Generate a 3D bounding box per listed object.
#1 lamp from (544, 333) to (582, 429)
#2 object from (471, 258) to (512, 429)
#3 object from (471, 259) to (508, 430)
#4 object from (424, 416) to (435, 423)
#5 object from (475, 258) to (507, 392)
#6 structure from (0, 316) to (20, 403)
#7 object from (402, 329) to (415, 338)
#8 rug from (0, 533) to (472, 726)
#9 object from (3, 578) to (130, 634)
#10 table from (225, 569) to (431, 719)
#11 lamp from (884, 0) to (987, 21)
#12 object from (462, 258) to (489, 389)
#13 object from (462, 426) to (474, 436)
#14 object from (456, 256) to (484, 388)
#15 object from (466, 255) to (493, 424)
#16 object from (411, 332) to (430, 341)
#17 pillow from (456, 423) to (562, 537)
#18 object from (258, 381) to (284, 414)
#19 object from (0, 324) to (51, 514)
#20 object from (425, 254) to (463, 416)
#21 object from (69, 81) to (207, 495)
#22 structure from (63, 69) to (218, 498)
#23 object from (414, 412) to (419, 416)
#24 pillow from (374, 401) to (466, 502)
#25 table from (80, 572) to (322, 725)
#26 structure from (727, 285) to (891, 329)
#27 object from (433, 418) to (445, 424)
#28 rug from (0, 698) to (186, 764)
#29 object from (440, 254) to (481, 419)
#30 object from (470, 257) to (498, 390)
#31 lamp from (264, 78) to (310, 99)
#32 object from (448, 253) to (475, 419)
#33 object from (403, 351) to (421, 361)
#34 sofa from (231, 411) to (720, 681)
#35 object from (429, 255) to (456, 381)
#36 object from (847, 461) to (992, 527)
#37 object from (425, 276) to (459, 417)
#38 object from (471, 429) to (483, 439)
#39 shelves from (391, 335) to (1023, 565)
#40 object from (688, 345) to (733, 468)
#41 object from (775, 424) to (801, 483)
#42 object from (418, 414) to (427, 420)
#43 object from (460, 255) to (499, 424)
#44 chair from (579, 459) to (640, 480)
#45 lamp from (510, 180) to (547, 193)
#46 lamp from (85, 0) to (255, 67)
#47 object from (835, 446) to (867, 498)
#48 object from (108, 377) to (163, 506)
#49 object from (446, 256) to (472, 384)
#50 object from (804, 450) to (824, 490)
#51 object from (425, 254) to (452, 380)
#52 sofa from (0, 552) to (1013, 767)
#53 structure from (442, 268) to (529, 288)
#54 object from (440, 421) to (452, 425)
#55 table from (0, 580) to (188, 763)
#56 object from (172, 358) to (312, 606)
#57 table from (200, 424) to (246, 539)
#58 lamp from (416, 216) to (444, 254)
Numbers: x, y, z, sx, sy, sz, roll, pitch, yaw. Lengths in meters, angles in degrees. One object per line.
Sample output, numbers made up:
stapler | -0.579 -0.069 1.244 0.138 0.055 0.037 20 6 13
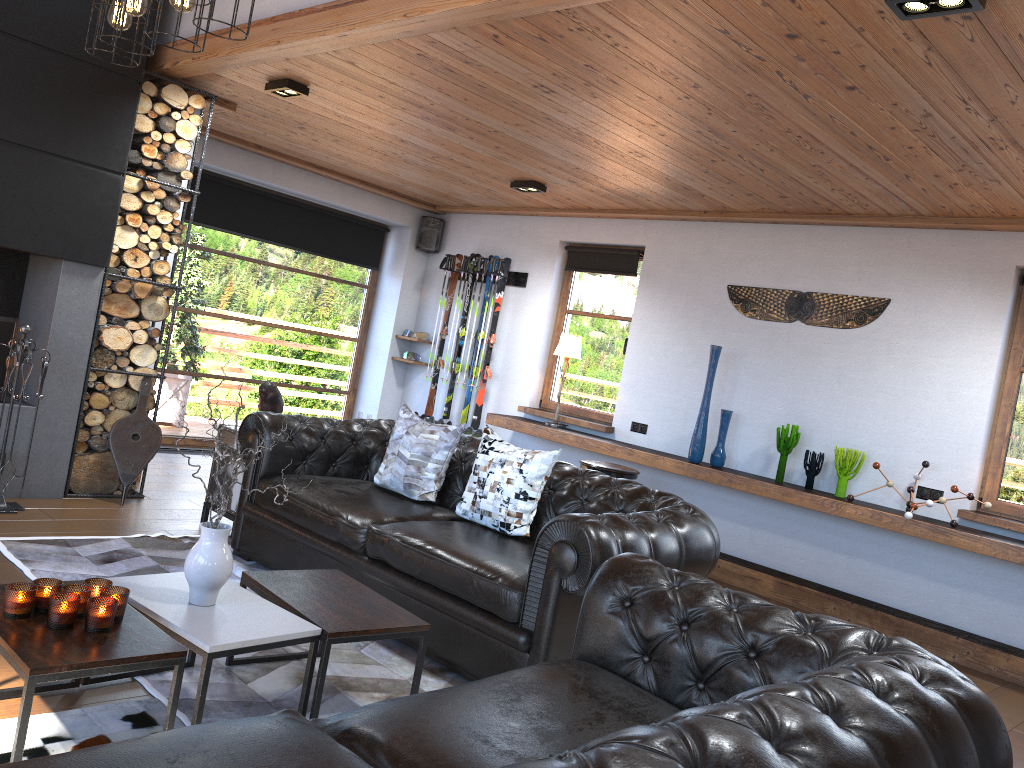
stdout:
lamp | 0.509 0.334 7.665 0.639 1.481 0.243 10 1 -43
object | -0.168 -0.371 8.168 0.094 1.606 0.116 11 1 43
object | -0.231 -0.370 8.242 0.094 1.606 0.116 11 1 43
object | -0.822 0.435 8.480 0.254 0.270 0.115 10 1 -42
object | -0.191 -0.532 8.142 0.121 1.249 0.059 11 1 5
structure | -3.205 -0.172 4.780 0.181 0.514 0.993 11 1 43
object | -1.032 -0.511 9.036 0.187 0.084 0.161 12 2 42
rug | -0.270 1.148 3.735 4.002 0.053 2.458 12 2 44
object | -1.261 0.618 2.521 0.303 0.081 0.246 10 1 -8
table | -0.668 0.931 3.160 0.404 0.350 0.643 10 2 -42
lamp | 1.321 -1.212 2.763 0.258 0.068 0.157 12 2 43
object | -0.378 -0.572 8.306 0.120 1.249 0.059 11 1 25
object | -0.431 0.519 8.105 0.115 0.270 0.254 11 1 39
object | -0.432 -0.581 8.268 0.121 1.249 0.059 11 1 0
object | -0.335 -0.426 8.425 0.072 1.621 0.112 11 1 43
object | -0.906 -0.484 8.915 0.158 0.084 0.191 12 2 42
pillow | -0.024 0.462 4.337 0.286 0.469 0.523 10 1 -44
object | -1.446 0.139 5.297 0.150 0.319 0.247 11 1 -5
object | -2.726 0.174 4.810 0.308 1.017 0.307 11 1 -1
object | -0.640 -0.472 8.622 0.094 1.606 0.116 11 1 43
object | -2.475 -0.612 5.653 0.461 2.611 0.499 11 1 43
structure | -2.462 -0.616 5.651 0.506 2.616 0.507 11 1 43
object | -0.990 0.399 8.645 0.115 0.270 0.254 11 1 34
pillow | -0.504 0.360 4.798 0.286 0.469 0.523 10 1 -44
table | -1.006 0.876 2.849 0.643 0.350 0.404 12 2 38
structure | 2.029 -0.548 6.283 1.235 0.239 0.099 12 1 43
object | -0.726 0.455 8.409 0.254 0.270 0.115 10 1 -42
rug | -1.638 0.976 0.689 2.406 0.053 3.849 12 2 44
object | -0.524 -0.462 8.449 0.103 1.621 0.257 11 1 40
object | -0.293 -0.550 8.114 0.120 1.249 0.059 11 1 10
lamp | -1.354 -1.783 5.339 0.258 0.068 0.157 12 2 43
object | -0.513 -0.463 8.553 0.072 1.621 0.112 11 1 43
object | -1.015 -0.284 8.982 0.189 0.084 0.350 10 2 -11
sofa | -0.254 0.733 4.437 2.539 0.838 1.253 12 2 43
object | -0.708 -0.642 8.623 0.120 1.249 0.059 11 1 25
object | 2.503 0.642 5.451 0.525 0.349 0.642 10 1 -19
object | -0.703 -0.471 8.696 0.094 1.606 0.116 11 1 43
object | -0.342 0.538 8.020 0.115 0.270 0.254 11 1 39
shelves | 1.137 0.497 6.830 6.573 0.988 0.619 12 2 44
object | 1.479 0.162 6.411 0.274 0.862 0.111 11 1 -1
object | 1.870 0.477 6.086 0.158 0.410 0.147 11 1 12
object | -0.909 0.417 8.564 0.254 0.270 0.115 10 1 -42
object | -0.290 -0.416 8.366 0.072 1.621 0.112 11 1 43
chair | 0.627 0.924 6.279 0.446 0.716 0.436 10 1 -43
lamp | 0.130 -1.549 6.936 0.258 0.068 0.157 12 2 43
lamp | -1.037 -2.227 3.034 0.795 2.201 0.264 11 1 34
object | 2.199 0.585 5.852 0.182 0.332 0.199 11 1 3
object | -2.348 0.344 5.518 0.261 0.795 0.270 11 1 27
object | -0.543 -0.607 8.464 0.120 1.249 0.059 11 1 25
object | 2.027 0.584 5.993 0.129 0.260 0.124 11 1 13
object | -0.733 -0.645 8.545 0.058 1.249 0.122 11 1 26
sofa | -0.070 0.846 1.571 1.226 0.838 2.593 12 2 43
structure | -0.324 -1.048 8.419 1.040 0.135 0.322 12 2 43
object | -0.648 0.473 8.308 0.254 0.270 0.115 10 1 -27
table | -1.288 0.833 2.510 0.643 0.350 0.404 12 2 43
object | -0.909 0.307 2.797 0.410 0.808 0.614 10 1 -36
table | -1.539 0.585 5.325 0.413 0.609 0.410 11 1 43
lamp | -0.830 -1.515 9.010 0.211 0.349 0.216 11 1 43
